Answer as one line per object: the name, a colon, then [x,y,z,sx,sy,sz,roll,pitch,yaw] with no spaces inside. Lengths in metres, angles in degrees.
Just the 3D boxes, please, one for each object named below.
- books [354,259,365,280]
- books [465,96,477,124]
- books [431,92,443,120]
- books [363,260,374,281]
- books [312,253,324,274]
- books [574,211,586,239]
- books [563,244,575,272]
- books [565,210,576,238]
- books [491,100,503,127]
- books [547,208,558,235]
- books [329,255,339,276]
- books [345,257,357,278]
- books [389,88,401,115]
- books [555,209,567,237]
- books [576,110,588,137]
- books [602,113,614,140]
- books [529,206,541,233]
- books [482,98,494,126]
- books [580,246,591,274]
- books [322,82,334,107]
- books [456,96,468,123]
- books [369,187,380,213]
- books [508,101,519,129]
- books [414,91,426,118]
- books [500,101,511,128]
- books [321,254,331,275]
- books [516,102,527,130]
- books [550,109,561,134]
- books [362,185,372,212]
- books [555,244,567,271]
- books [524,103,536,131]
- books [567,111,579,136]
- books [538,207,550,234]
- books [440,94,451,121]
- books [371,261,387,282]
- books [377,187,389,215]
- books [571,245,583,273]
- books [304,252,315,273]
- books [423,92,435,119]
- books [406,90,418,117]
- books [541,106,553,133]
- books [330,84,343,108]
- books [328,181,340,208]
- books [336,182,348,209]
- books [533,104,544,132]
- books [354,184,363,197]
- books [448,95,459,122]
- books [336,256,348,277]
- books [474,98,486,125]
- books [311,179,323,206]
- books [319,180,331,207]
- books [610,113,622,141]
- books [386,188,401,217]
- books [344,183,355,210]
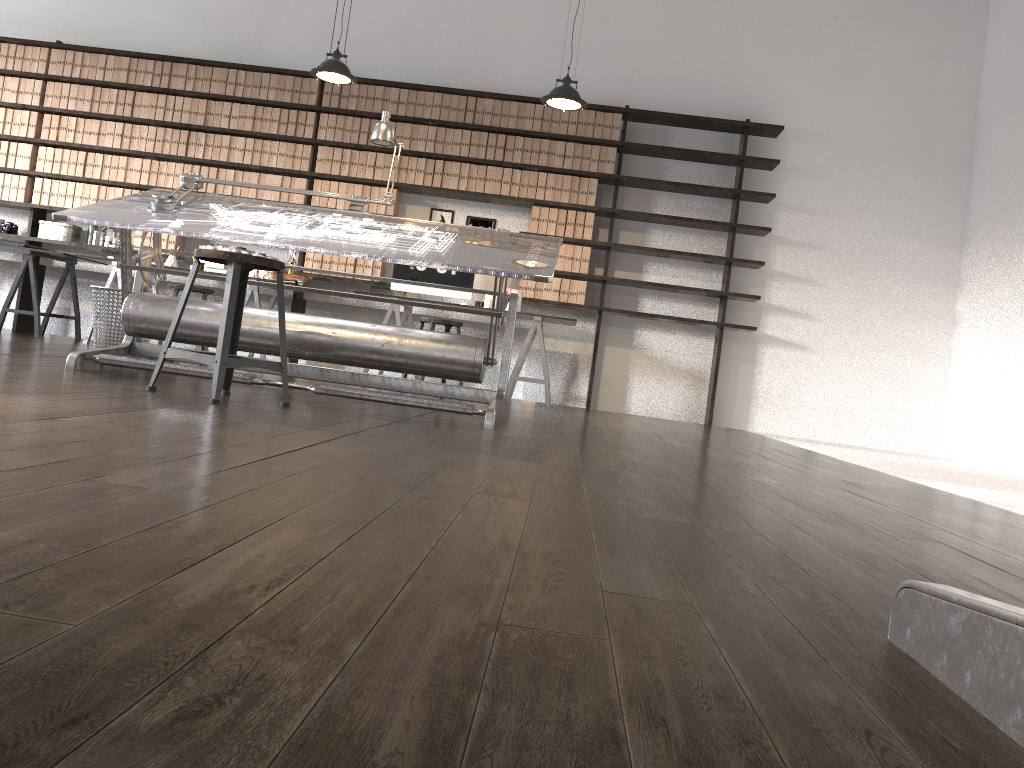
books: [-1.230,-0.954,7.277,0.067,0.226,0.174,8,-1,3]
books: [-0.334,-2.222,7.272,0.067,0.226,0.174,8,-1,3]
books: [-0.606,-2.259,7.288,0.067,0.226,0.174,8,-1,3]
books: [-1.159,-0.944,7.268,0.067,0.226,0.174,8,-1,3]
books: [-1.576,-1.001,7.293,0.067,0.226,0.174,8,-1,3]
books: [0.547,-1.271,7.186,0.067,0.226,0.174,8,-1,3]
books: [0.460,-1.005,7.173,0.067,0.226,0.174,8,-1,3]
books: [0.474,-1.281,7.185,0.067,0.226,0.174,8,-1,3]
books: [-0.119,-2.193,7.263,0.067,0.226,0.174,8,-1,3]
books: [0.329,-1.301,7.195,0.067,0.226,0.174,8,-1,3]
books: [-1.442,-0.982,7.288,0.067,0.226,0.174,8,-1,3]
books: [-1.304,-0.964,7.276,0.067,0.226,0.174,8,-1,3]
books: [-0.957,-2.306,7.314,0.067,0.226,0.174,8,-1,3]
books: [0.400,-1.291,7.195,0.067,0.226,0.174,8,-1,3]
books: [0.569,-2.100,7.212,0.067,0.226,0.174,8,-1,3]
books: [0.775,-2.072,7.206,0.067,0.226,0.174,8,-1,3]
books: [0.189,-1.320,7.208,0.067,0.226,0.174,8,-1,3]
books: [-0.189,-2.202,7.263,0.067,0.226,0.174,8,-1,3]
books: [0.592,-0.987,7.170,0.067,0.226,0.174,8,-1,3]
books: [-1.510,-2.381,7.353,0.067,0.226,0.174,8,-1,3]
books: [-0.407,-2.232,7.282,0.067,0.226,0.174,8,-1,3]
books: [-1.117,-1.496,7.293,0.067,0.226,0.174,8,-1,3]
books: [0.018,-2.174,7.248,0.067,0.226,0.174,8,-1,3]
books: [-0.746,-2.278,7.304,0.067,0.226,0.174,8,-1,3]
books: [-0.048,-2.184,7.258,0.067,0.226,0.174,8,-1,3]
books: [-1.505,-0.991,7.288,0.067,0.226,0.174,8,-1,3]
books: [0.084,-2.166,7.248,0.067,0.226,0.174,8,-1,3]
books: [0.357,-2.129,7.233,0.067,0.226,0.174,8,-1,3]
books: [-1.187,-1.506,7.297,0.067,0.226,0.174,8,-1,3]
books: [0.394,-1.014,7.177,0.067,0.226,0.174,8,-1,3]
books: [0.146,-2.157,7.243,0.067,0.226,0.174,8,-1,3]
books: [0.497,-2.110,7.217,0.067,0.226,0.174,8,-1,3]
books: [0.259,-1.310,7.204,0.067,0.226,0.174,8,-1,3]
books: [-0.534,-2.249,7.283,0.067,0.226,0.174,8,-1,3]
books: [-1.089,-0.935,7.267,0.067,0.226,0.174,8,-1,3]
books: [-1.047,-1.487,7.284,0.067,0.226,0.174,8,-1,3]
books: [0.523,-0.997,7.173,0.067,0.226,0.174,8,-1,3]
books: [-1.648,-1.010,7.301,0.067,0.226,0.174,8,-1,3]
books: [-0.677,-2.269,7.296,0.067,0.226,0.174,8,-1,3]
books: [-0.815,-2.287,7.307,0.067,0.226,0.174,8,-1,3]
books: [0.288,-2.138,7.236,0.067,0.226,0.174,8,-1,3]
books: [-1.437,-2.371,7.343,0.067,0.226,0.174,8,-1,3]
books: [-1.454,-1.542,7.309,0.067,0.226,0.174,8,-1,3]
books: [-1.383,-1.532,7.307,0.067,0.226,0.174,8,-1,3]
books: [0.218,-2.147,7.236,0.067,0.226,0.174,8,-1,3]
books: [-1.255,-1.515,7.295,0.067,0.226,0.174,8,-1,3]
books: [-0.472,-2.241,7.284,0.067,0.226,0.174,8,-1,3]
books: [-1.377,-0.974,7.287,0.067,0.226,0.174,8,-1,3]
books: [-0.259,-2.212,7.272,0.067,0.226,0.174,8,-1,3]
books: [-1.593,-1.561,7.324,0.067,0.226,0.174,8,-1,3]
books: [-1.524,-1.551,7.318,0.067,0.226,0.174,8,-1,3]
books: [0.843,-2.063,7.198,0.067,0.226,0.174,8,-1,3]
books: [-0.977,-1.477,7.284,0.067,0.226,0.174,8,-1,3]
books: [-1.320,-1.524,7.304,0.067,0.226,0.174,8,-1,3]
